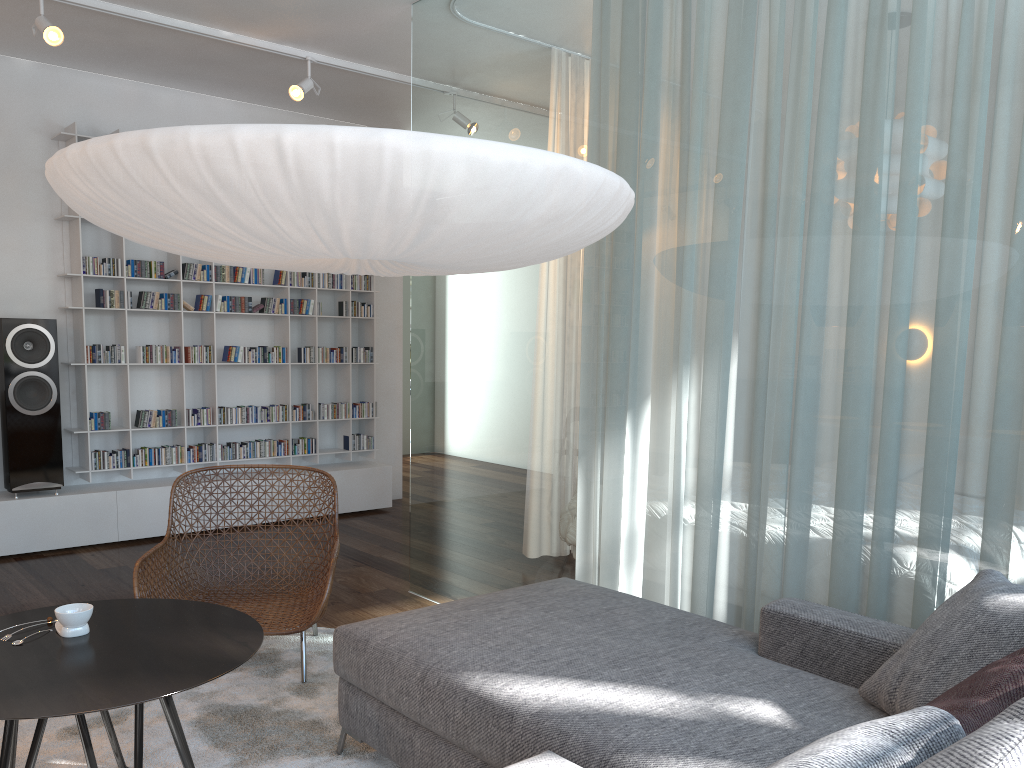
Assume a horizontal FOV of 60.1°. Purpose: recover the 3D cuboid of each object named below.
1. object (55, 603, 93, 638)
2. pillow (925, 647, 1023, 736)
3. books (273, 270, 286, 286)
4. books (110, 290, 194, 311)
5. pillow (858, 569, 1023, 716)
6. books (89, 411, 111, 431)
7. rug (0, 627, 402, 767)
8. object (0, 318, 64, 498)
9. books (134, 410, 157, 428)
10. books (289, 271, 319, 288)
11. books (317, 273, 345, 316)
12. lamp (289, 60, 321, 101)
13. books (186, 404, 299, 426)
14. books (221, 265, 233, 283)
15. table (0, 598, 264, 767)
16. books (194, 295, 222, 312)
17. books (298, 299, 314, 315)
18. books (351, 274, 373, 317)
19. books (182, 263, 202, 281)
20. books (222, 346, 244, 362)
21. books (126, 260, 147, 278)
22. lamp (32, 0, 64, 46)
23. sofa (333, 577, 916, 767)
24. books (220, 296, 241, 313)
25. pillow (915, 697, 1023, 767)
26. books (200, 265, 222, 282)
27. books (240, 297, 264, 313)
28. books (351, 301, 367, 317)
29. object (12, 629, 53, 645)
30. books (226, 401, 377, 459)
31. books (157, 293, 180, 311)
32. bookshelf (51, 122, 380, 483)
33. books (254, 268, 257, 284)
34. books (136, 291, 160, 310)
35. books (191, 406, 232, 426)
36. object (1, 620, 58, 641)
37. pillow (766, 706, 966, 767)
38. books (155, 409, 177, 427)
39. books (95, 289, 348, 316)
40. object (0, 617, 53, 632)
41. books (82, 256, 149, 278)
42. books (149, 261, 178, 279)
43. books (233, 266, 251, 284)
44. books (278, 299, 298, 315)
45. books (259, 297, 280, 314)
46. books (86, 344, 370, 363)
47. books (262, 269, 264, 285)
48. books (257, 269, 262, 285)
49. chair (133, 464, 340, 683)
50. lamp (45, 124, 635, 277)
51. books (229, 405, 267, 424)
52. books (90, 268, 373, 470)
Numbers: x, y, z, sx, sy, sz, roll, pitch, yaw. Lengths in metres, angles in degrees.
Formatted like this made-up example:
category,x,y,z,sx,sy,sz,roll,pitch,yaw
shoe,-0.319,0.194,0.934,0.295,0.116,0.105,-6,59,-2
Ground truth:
category,x,y,z,sx,sy,sz,roll,pitch,yaw
object,-1.158,0.620,2.340,0.091,0.069,0.138,-1,4,-28
pillow,0.653,0.583,1.388,0.520,0.406,0.309,-2,6,-38
books,-1.530,-0.880,5.976,0.156,0.435,0.089,-4,9,-40
books,-2.217,-0.510,5.449,0.502,0.107,0.089,-1,6,-40
pillow,0.985,0.579,1.856,0.346,0.362,0.511,1,4,-1
books,-2.491,0.222,5.320,0.131,0.105,0.099,-3,6,-42
rug,-1.036,1.123,2.441,2.831,0.012,2.825,3,3,30
object,-2.762,0.134,5.049,0.294,1.011,0.279,-5,9,-40
books,-2.276,0.216,5.500,0.118,0.109,0.089,-3,7,-40
books,-1.444,-0.720,6.072,0.231,0.113,0.101,-2,6,-40
books,-1.293,-0.630,6.214,0.230,0.302,0.114,-4,8,-40
lamp,-1.124,-1.637,4.793,0.085,0.242,0.249,3,5,16
books,-1.797,0.203,5.906,0.763,0.113,0.114,-1,5,-40
books,-1.855,-0.708,5.726,0.074,0.109,0.089,-4,7,-40
table,-1.069,0.899,2.256,0.845,0.476,0.843,-2,5,-38
books,-1.949,-0.517,5.674,0.157,0.111,0.089,-3,6,-40
books,-1.435,-0.530,6.105,0.118,0.109,0.089,-3,7,-40
books,-1.105,-0.634,6.372,0.182,0.302,0.114,-4,8,-40
books,-2.027,-0.705,5.582,0.118,0.109,0.089,-3,7,-40
books,-1.834,-0.196,5.815,0.118,0.109,0.089,-3,7,-40
books,-2.291,-0.697,5.362,0.131,0.105,0.099,-3,6,-42
lamp,-2.084,-1.611,3.921,0.250,0.242,0.085,4,7,34
sofa,-0.319,0.850,1.532,3.061,0.677,2.030,-2,4,-40
books,-1.845,-0.518,5.762,0.131,0.105,0.099,-3,6,-42
pillow,0.290,0.577,0.864,0.837,0.479,0.275,-2,7,-40
books,-1.937,-0.705,5.659,0.139,0.105,0.099,-3,6,-41
books,-1.729,-0.521,5.858,0.163,0.107,0.089,-2,6,-40
books,-1.254,-0.794,6.225,0.567,0.631,0.114,-3,8,-40
object,-1.237,0.651,2.285,0.026,0.010,0.123,2,3,16
books,-1.456,0.313,6.208,1.130,0.352,0.114,-2,7,-40
books,-2.147,-0.510,5.509,0.131,0.105,0.099,-3,6,-42
bookshelf,-1.831,-0.473,5.848,2.080,2.091,0.225,-3,8,-40
books,-1.835,-0.871,5.724,0.349,0.435,0.100,-4,8,-41
books,-2.234,-0.513,5.434,0.118,0.109,0.089,-3,7,-40
books,-1.968,0.207,5.761,0.267,0.113,0.099,-2,6,-41
object,-1.267,0.646,2.334,0.025,0.016,0.163,3,3,25
pillow,0.209,0.595,0.984,0.665,0.400,0.290,-2,6,-40
books,-2.188,0.215,5.575,0.131,0.105,0.099,-3,6,-42
books,-1.854,-0.895,5.706,1.749,0.865,0.114,-2,7,-40
object,-1.307,0.645,2.351,0.015,0.015,0.167,5,5,37
books,-2.378,-0.695,5.289,0.383,0.105,0.101,-2,6,-40
books,-2.156,-0.699,5.474,0.163,0.107,0.089,-2,6,-40
books,-1.781,-0.712,5.788,0.118,0.109,0.089,-3,7,-40
books,-1.535,-0.526,6.022,0.144,0.106,0.098,-3,6,-42
books,-1.628,-0.525,5.943,0.118,0.109,0.089,-3,7,-40
books,-1.798,-0.197,5.849,1.920,0.115,0.114,-1,5,-40
books,-2.090,-0.866,5.508,1.121,0.434,0.101,-2,7,-40
books,-1.909,-0.874,5.661,0.619,0.442,0.100,-3,8,-40
chair,-1.034,0.711,3.454,0.718,0.715,0.680,0,5,-8
lamp,-0.416,-0.416,2.365,1.470,0.211,1.460,1,3,-4
books,-1.774,0.202,5.925,0.234,0.113,0.114,-2,6,-40
books,-1.786,-0.415,5.829,1.948,1.835,0.114,-3,8,-40
